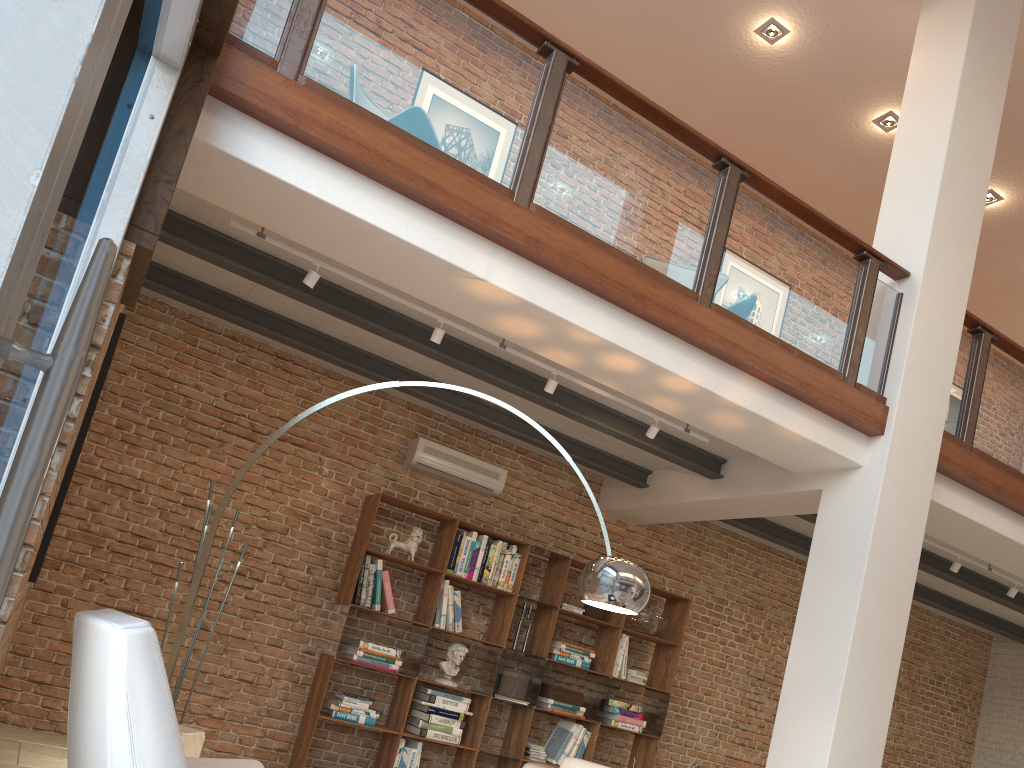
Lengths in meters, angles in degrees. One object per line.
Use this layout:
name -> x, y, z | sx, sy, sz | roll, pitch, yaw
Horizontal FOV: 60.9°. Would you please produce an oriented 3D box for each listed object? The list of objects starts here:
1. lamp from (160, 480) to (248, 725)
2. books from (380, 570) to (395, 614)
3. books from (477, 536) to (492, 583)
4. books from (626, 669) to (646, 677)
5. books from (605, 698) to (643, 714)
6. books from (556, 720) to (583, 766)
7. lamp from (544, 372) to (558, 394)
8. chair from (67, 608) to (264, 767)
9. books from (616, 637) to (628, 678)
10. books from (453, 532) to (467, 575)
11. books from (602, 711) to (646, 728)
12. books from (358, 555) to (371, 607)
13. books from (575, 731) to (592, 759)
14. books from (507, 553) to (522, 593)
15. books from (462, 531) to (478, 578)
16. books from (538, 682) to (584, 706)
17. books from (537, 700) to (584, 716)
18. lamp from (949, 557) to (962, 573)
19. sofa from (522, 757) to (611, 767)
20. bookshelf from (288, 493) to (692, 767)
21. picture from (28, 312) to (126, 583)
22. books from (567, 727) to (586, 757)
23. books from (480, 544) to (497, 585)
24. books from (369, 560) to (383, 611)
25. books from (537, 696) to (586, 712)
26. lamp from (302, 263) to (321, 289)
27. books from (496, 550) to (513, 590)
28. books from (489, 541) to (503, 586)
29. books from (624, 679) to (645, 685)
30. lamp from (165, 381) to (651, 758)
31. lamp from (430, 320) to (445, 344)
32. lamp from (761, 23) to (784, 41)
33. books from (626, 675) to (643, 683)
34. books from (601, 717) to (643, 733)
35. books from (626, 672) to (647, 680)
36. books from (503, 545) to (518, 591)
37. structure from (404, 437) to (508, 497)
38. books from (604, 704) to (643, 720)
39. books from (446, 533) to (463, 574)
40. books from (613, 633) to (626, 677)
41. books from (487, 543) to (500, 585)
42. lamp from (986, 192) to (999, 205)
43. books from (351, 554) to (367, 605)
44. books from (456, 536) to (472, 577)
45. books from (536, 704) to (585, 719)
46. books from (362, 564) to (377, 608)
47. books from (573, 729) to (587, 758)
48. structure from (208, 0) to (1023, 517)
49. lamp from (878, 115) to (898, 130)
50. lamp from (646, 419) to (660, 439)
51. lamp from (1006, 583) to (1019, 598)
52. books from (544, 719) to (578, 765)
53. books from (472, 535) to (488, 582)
lamp -> -1.987, 1.499, 5.343 | 0.197, 1.753, 0.436 | 9, -11, 34
books -> -0.986, 1.587, 6.661 | 0.200, 0.307, 0.258 | 20, -14, -24
books -> -0.278, 1.416, 7.020 | 0.037, 0.369, 0.247 | 19, -12, -24
books -> 1.066, 2.548, 7.704 | 0.137, 0.032, 0.207 | 27, -22, -33
books -> 0.945, 2.819, 7.660 | 0.332, 0.053, 0.261 | 20, -19, -15
books -> 0.436, 3.030, 7.362 | 0.165, 0.359, 0.247 | 20, -13, -24
lamp -> 0.229, 0.004, 5.072 | 0.062, 0.124, 0.087 | 19, -13, -22
chair -> -0.999, 1.310, 2.799 | 1.023, 0.961, 1.026 | 26, -18, -40
books -> 0.886, 2.381, 7.624 | 0.021, 0.345, 0.275 | 19, -13, -24
books -> -0.469, 1.350, 6.929 | 0.021, 0.345, 0.275 | 19, -13, -24
books -> 0.975, 2.943, 7.662 | 0.337, 0.053, 0.257 | 25, -21, -29
books -> -1.142, 1.481, 6.567 | 0.093, 0.370, 0.247 | 19, -12, -24
books -> 0.529, 3.092, 7.416 | 0.119, 0.321, 0.258 | 19, -13, -24
books -> -0.043, 1.554, 7.162 | 0.057, 0.317, 0.258 | 19, -13, -24
books -> -0.387, 1.367, 6.958 | 0.037, 0.369, 0.247 | 19, -12, -24
books -> 0.406, 2.616, 7.354 | 0.344, 0.114, 0.216 | 23, -18, -25
books -> 0.387, 2.736, 7.371 | 0.392, 0.035, 0.247 | 25, -21, -29
lamp -> 3.444, 1.411, 6.764 | 0.062, 0.124, 0.087 | 19, -13, -22
sofa -> 0.936, 2.477, 4.393 | 2.306, 0.728, 1.202 | 7, -17, 23
bookshelf -> -0.032, 2.410, 7.112 | 3.115, 2.119, 0.368 | 22, -11, -26
picture -> -2.010, 0.333, 4.015 | 0.028, 1.151, 0.924 | 19, -13, -24
books -> 0.474, 3.060, 7.393 | 0.100, 0.341, 0.275 | 19, -13, -24
books -> -0.238, 1.456, 7.024 | 0.057, 0.317, 0.258 | 19, -13, -24
books -> -1.046, 1.520, 6.604 | 0.124, 0.367, 0.247 | 19, -13, -24
books -> 0.400, 2.691, 7.339 | 0.390, 0.035, 0.247 | 24, -20, -26
lamp -> -1.013, -0.541, 4.416 | 0.085, 0.124, 0.062 | 7, -13, 34
books -> -0.115, 1.514, 7.099 | 0.057, 0.317, 0.258 | 19, -13, -24
books -> -0.187, 1.461, 7.083 | 0.037, 0.369, 0.247 | 19, -12, -24
books -> 1.047, 2.626, 7.708 | 0.174, 0.018, 0.242 | 20, -19, -16
lamp -> -0.481, 1.112, 3.873 | 2.018, 2.265, 0.331 | 12, -9, 10
lamp -> -0.401, -0.276, 4.741 | 0.062, 0.116, 0.087 | 19, -13, -22
lamp -> 2.014, -2.733, 6.736 | 0.127, 0.053, 0.125 | 22, -19, -24
books -> 1.053, 2.597, 7.696 | 0.134, 0.032, 0.211 | 19, -19, -14
books -> 0.940, 2.985, 7.642 | 0.334, 0.053, 0.259 | 22, -19, -22
books -> 1.064, 2.576, 7.707 | 0.175, 0.018, 0.241 | 22, -20, -21
books -> -0.070, 1.507, 7.130 | 0.037, 0.369, 0.247 | 19, -12, -24
structure -> -0.448, 0.682, 7.073 | 0.834, 0.211, 0.202 | 23, -16, -26
books -> 0.945, 2.877, 7.660 | 0.335, 0.053, 0.259 | 23, -20, -25
books -> -0.506, 1.348, 6.911 | 0.057, 0.317, 0.258 | 19, -13, -24
books -> 0.870, 2.357, 7.605 | 0.037, 0.369, 0.247 | 19, -12, -24
books -> -0.209, 1.460, 7.056 | 0.021, 0.345, 0.275 | 19, -13, -24
lamp -> 4.353, -1.710, 7.967 | 0.127, 0.053, 0.125 | 22, -19, -24
books -> -1.170, 1.466, 6.543 | 0.093, 0.370, 0.247 | 19, -12, -24
books -> -0.432, 1.374, 6.929 | 0.057, 0.317, 0.258 | 19, -13, -24
books -> 0.398, 2.765, 7.360 | 0.366, 0.020, 0.276 | 24, -20, -26
books -> -1.114, 1.527, 6.603 | 0.105, 0.321, 0.258 | 19, -13, -24
books -> 0.487, 3.071, 7.410 | 0.100, 0.341, 0.275 | 19, -13, -24
structure -> 4.505, 0.804, 1.960 | 10.419, 3.982, 14.071 | 22, -19, -24
lamp -> 3.184, -2.221, 7.352 | 0.127, 0.053, 0.125 | 22, -19, -24
lamp -> 0.879, 0.285, 5.425 | 0.062, 0.111, 0.096 | 18, -13, -18
lamp -> 4.075, 1.687, 7.096 | 0.062, 0.124, 0.087 | 19, -13, -22
books -> 0.389, 3.020, 7.364 | 0.167, 0.358, 0.247 | 20, -13, -24
books -> -0.305, 1.401, 6.995 | 0.037, 0.369, 0.247 | 19, -12, -24
